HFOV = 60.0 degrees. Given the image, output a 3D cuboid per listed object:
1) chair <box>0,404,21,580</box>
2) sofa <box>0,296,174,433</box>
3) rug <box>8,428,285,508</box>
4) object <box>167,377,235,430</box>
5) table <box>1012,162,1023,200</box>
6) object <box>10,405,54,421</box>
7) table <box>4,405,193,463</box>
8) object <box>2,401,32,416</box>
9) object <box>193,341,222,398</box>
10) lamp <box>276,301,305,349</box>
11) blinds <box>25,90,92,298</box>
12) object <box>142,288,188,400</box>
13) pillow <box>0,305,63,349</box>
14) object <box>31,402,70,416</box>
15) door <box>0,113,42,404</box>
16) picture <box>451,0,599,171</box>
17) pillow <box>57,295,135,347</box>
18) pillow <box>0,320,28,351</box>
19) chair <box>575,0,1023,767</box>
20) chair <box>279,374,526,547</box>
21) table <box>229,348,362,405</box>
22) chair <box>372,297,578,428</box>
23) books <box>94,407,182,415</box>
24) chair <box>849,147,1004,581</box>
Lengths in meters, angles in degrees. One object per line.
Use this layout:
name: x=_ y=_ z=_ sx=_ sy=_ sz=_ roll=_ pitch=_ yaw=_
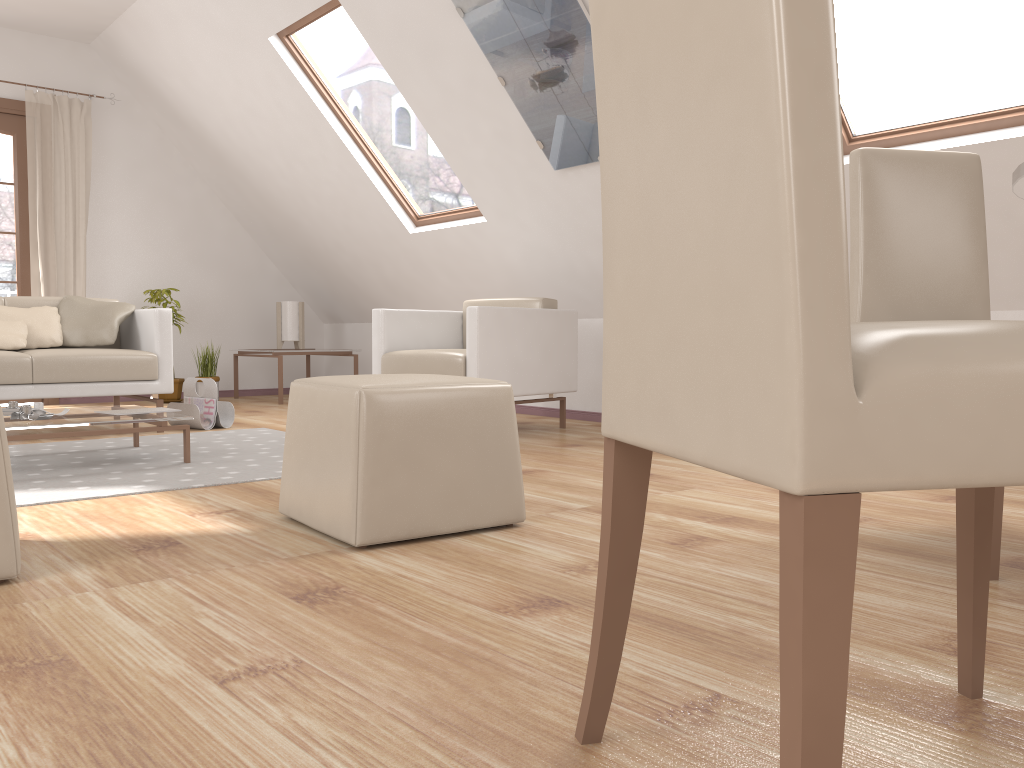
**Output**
chair: x=-1.334 y=0.199 z=1.839 sx=0.506 sy=0.394 sz=0.506 roll=-2 pitch=4 yaw=-35
sofa: x=-2.716 y=-0.090 z=4.271 sx=1.880 sy=0.706 sz=0.820 roll=-3 pitch=4 yaw=-40
rug: x=-1.893 y=0.318 z=3.237 sx=2.800 sy=0.007 sz=1.600 roll=-3 pitch=4 yaw=-40
object: x=-1.692 y=0.101 z=4.812 sx=0.315 sy=0.267 sz=0.212 roll=2 pitch=4 yaw=37
table: x=1.365 y=0.051 z=1.223 sx=1.198 sy=0.770 sz=1.198 roll=-1 pitch=3 yaw=-19
object: x=-1.758 y=0.105 z=3.250 sx=0.143 sy=0.051 sz=0.064 roll=1 pitch=3 yaw=20
table: x=-1.905 y=0.223 z=3.308 sx=1.173 sy=0.190 sz=0.730 roll=-3 pitch=4 yaw=-40
object: x=-1.936 y=0.093 z=3.464 sx=0.064 sy=0.052 sz=0.143 roll=0 pitch=3 yaw=-10
object: x=-2.238 y=-0.103 z=6.538 sx=0.209 sy=0.480 sz=0.234 roll=1 pitch=3 yaw=17
lamp: x=-1.752 y=-0.466 z=7.043 sx=0.221 sy=0.375 sz=0.180 roll=0 pitch=3 yaw=-6
blinds: x=-3.158 y=-0.964 z=6.249 sx=0.424 sy=2.129 sz=0.123 roll=-3 pitch=4 yaw=-45
object: x=-2.575 y=-0.291 z=6.572 sx=0.307 sy=0.846 sz=0.311 roll=3 pitch=4 yaw=42
pillow: x=-2.509 y=-0.295 z=4.560 sx=0.351 sy=0.225 sz=0.196 roll=-2 pitch=4 yaw=-34
object: x=-1.785 y=0.096 z=3.408 sx=0.143 sy=0.052 sz=0.064 roll=-3 pitch=4 yaw=-40
door: x=-3.944 y=-0.842 z=5.774 sx=1.546 sy=2.001 sz=0.098 roll=-3 pitch=4 yaw=-40
picture: x=0.156 y=-1.388 z=3.860 sx=0.683 sy=0.738 sz=0.650 roll=-3 pitch=4 yaw=-40
pillow: x=-2.239 y=-0.337 z=4.725 sx=0.424 sy=0.276 sz=0.269 roll=1 pitch=3 yaw=10
pillow: x=-2.562 y=-0.240 z=4.330 sx=0.363 sy=0.170 sz=0.227 roll=-2 pitch=4 yaw=-34
chair: x=0.419 y=-0.047 z=0.928 sx=0.618 sy=0.999 sz=0.477 roll=-1 pitch=3 yaw=-15
chair: x=-0.302 y=0.171 z=2.380 sx=0.506 sy=0.394 sz=0.506 roll=-2 pitch=4 yaw=-36
table: x=-1.687 y=-0.074 z=6.907 sx=0.730 sy=0.390 sz=0.773 roll=-3 pitch=4 yaw=-41
chair: x=-0.194 y=-0.108 z=4.672 sx=0.748 sy=0.706 sz=0.820 roll=3 pitch=4 yaw=40
books: x=-1.507 y=0.110 z=3.588 sx=0.192 sy=0.005 sz=0.280 roll=3 pitch=4 yaw=42
chair: x=1.141 y=-0.112 z=2.131 sx=0.477 sy=0.999 sz=0.618 roll=-1 pitch=3 yaw=-12
